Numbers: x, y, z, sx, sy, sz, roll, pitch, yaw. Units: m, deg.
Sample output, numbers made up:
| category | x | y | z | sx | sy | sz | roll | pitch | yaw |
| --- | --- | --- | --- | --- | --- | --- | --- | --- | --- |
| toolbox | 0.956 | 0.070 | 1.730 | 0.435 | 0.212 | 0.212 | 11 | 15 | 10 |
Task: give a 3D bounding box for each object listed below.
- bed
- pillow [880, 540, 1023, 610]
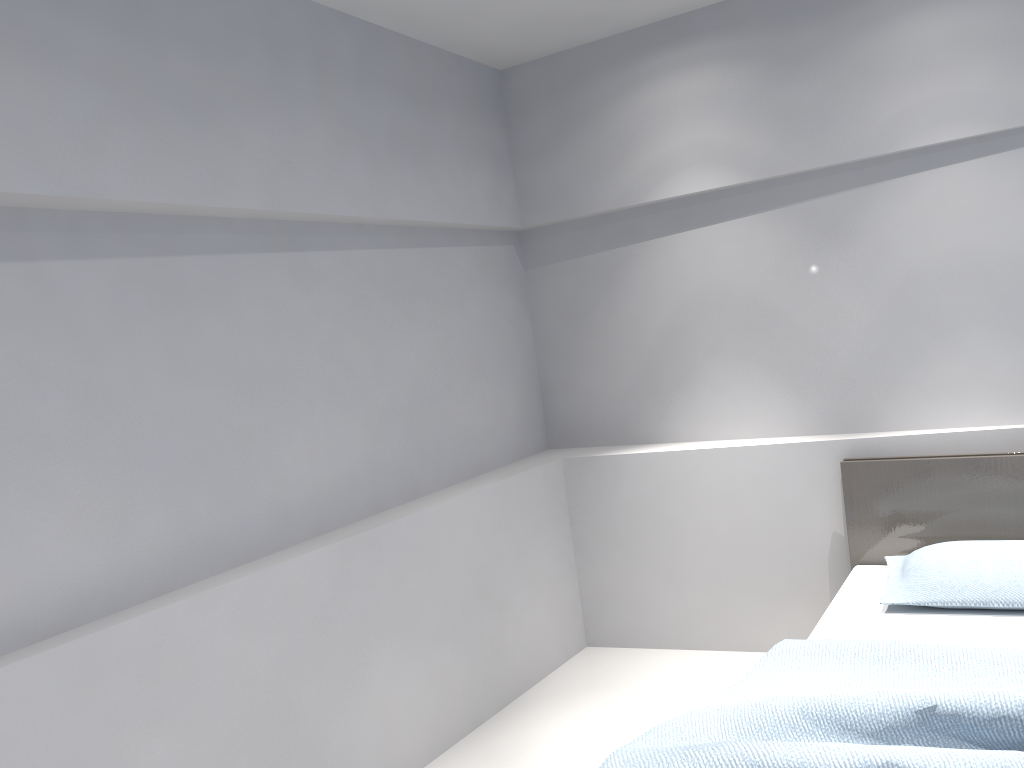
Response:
| category | x | y | z | sx | sy | sz | roll | pitch | yaw |
| --- | --- | --- | --- | --- | --- | --- | --- | --- | --- |
| bed | 1.201 | 0.771 | 2.375 | 1.411 | 0.752 | 2.319 | -6 | 4 | 32 |
| pillow | 1.621 | 0.624 | 2.944 | 0.746 | 0.173 | 0.417 | -6 | 4 | 27 |
